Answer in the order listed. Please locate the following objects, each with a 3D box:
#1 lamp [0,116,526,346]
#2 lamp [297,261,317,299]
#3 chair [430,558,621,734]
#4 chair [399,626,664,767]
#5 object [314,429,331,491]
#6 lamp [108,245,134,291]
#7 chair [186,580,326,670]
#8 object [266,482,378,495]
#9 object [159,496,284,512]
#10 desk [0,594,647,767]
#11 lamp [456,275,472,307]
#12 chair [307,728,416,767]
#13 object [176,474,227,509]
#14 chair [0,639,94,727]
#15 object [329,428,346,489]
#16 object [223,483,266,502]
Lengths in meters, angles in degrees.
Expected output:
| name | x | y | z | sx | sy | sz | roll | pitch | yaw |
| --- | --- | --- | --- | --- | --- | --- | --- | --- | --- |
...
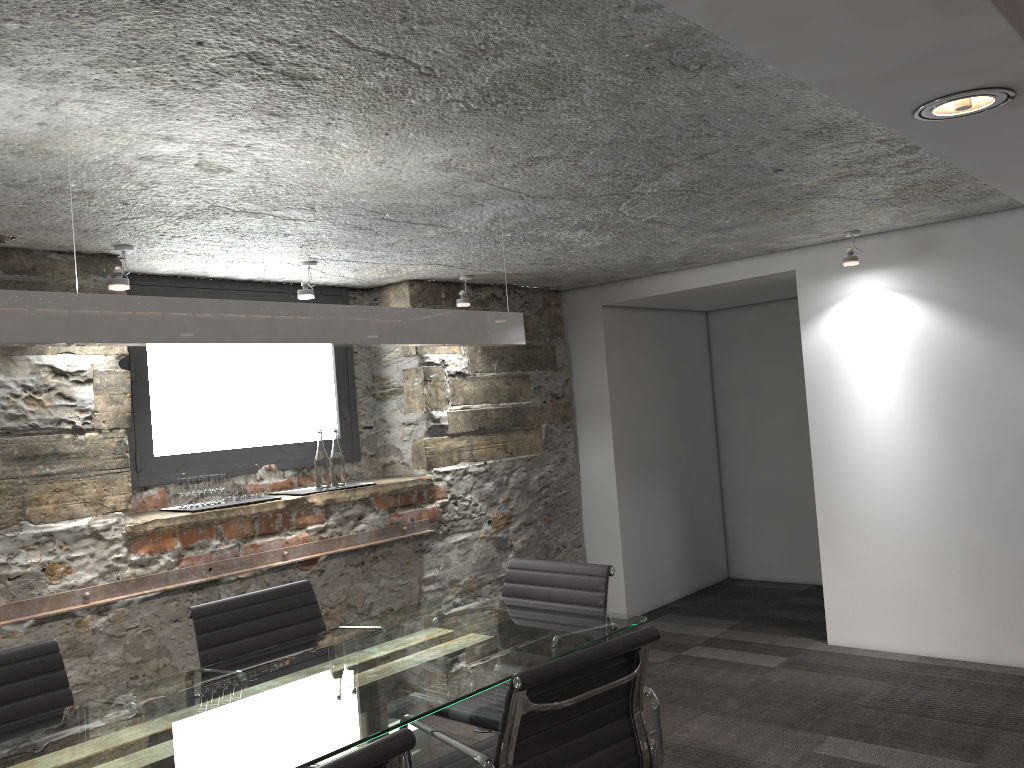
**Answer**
| name | x | y | z | sx | sy | sz | roll | pitch | yaw |
| --- | --- | --- | --- | --- | --- | --- | --- | --- | --- |
| lamp | -1.034 | -0.348 | 1.971 | 0.073 | 0.524 | 3.159 | -6 | -2 | 41 |
| lamp | -0.946 | -0.478 | 4.099 | 0.098 | 0.165 | 0.077 | -4 | -2 | -16 |
| chair | 0.021 | 1.073 | 3.022 | 0.693 | 0.837 | 0.667 | -5 | -2 | 33 |
| chair | 0.034 | 1.052 | 2.264 | 0.667 | 0.837 | 0.693 | -6 | -2 | 39 |
| object | -0.941 | 0.375 | 4.382 | 0.073 | 0.300 | 0.073 | -5 | -1 | 10 |
| lamp | -1.517 | -0.450 | 3.442 | 0.098 | 0.165 | 0.077 | -4 | -2 | -16 |
| chair | -0.673 | 1.124 | 2.905 | 0.667 | 0.837 | 0.693 | -5 | -2 | 33 |
| object | -0.950 | 0.524 | 4.452 | 0.310 | 0.007 | 0.457 | -6 | -2 | 41 |
| object | -1.320 | 0.542 | 4.027 | 0.310 | 0.007 | 0.457 | -6 | -2 | 41 |
| desk | -0.910 | 1.182 | 1.931 | 0.909 | 0.711 | 3.154 | -6 | -2 | 41 |
| lamp | -0.262 | -0.512 | 4.886 | 0.098 | 0.165 | 0.077 | -4 | -2 | -16 |
| chair | -0.518 | 1.079 | 1.623 | 0.667 | 0.837 | 0.693 | -5 | -2 | 31 |
| object | -1.381 | 0.476 | 3.941 | 0.108 | 0.131 | 0.218 | -6 | -2 | 39 |
| chair | -1.263 | 1.154 | 2.253 | 0.667 | 0.837 | 0.693 | -5 | -2 | 32 |
| object | -0.880 | 0.372 | 4.452 | 0.073 | 0.300 | 0.073 | -5 | -1 | 10 |
| object | -1.243 | 0.500 | 4.108 | 0.191 | 0.072 | 0.111 | -3 | -2 | -42 |
